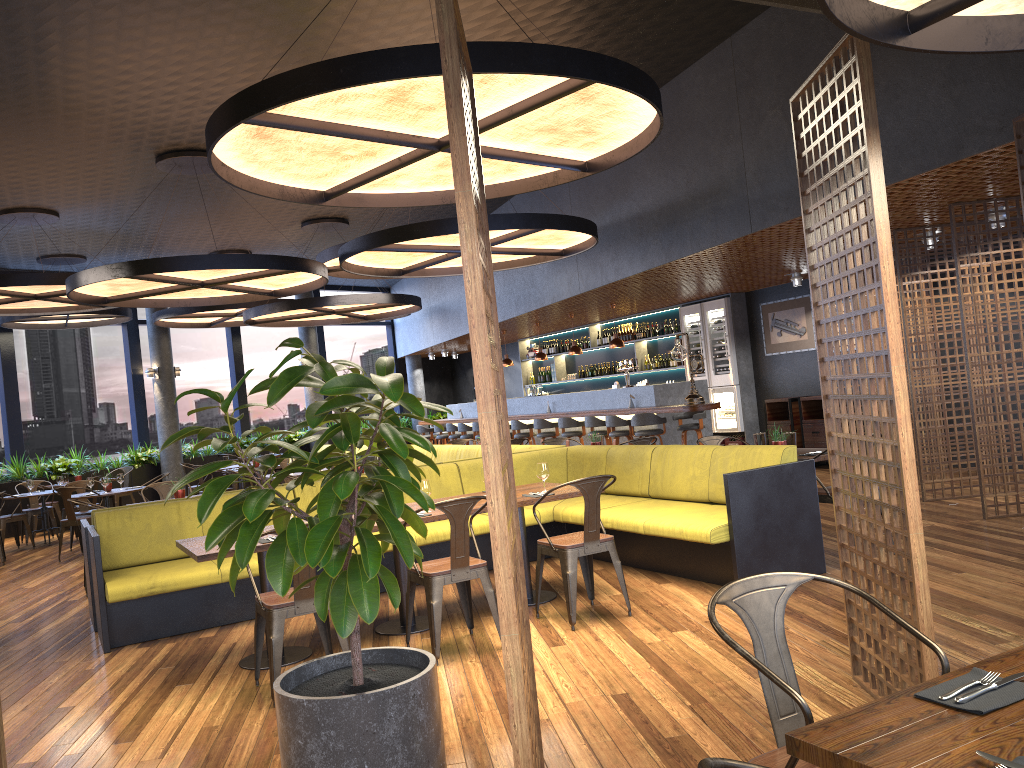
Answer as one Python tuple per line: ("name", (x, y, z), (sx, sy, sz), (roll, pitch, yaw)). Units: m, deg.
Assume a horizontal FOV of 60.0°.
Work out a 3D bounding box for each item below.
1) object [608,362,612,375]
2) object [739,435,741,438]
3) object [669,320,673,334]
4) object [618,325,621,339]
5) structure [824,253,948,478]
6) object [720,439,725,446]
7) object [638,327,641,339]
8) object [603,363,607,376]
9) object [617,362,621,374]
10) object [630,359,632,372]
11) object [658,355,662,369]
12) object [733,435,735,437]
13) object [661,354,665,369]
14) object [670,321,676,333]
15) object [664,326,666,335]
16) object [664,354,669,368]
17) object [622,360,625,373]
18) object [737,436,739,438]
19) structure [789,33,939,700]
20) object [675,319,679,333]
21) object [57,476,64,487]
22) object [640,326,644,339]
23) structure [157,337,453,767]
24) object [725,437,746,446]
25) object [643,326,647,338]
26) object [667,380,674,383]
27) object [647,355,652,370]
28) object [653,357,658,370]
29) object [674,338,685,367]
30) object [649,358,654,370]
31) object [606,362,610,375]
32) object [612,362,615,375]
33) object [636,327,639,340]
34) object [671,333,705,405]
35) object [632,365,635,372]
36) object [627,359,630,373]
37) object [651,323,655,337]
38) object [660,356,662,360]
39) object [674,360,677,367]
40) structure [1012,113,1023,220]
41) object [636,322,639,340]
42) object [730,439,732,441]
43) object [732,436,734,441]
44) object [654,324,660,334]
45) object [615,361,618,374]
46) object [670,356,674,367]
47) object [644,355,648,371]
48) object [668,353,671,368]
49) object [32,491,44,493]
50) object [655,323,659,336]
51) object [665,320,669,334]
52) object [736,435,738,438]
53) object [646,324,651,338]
("object", (1.902, -0.299, 17.294), (0.063, 0.254, 0.063), (-5, -1, -41))
("object", (3.662, 0.922, 14.215), (0.056, 0.205, 0.056), (-6, -1, 13))
("object", (2.768, -0.994, 15.479), (0.063, 0.254, 0.063), (-6, -1, 25))
("object", (2.027, -0.941, 16.709), (0.084, 0.330, 0.084), (-6, -1, -21))
("structure", (4.657, -0.227, 11.154), (1.319, 2.700, 0.050), (-6, -1, 2))
("object", (3.350, 0.980, 14.652), (0.277, 0.206, 0.416), (-6, -1, -14))
("object", (2.331, -0.926, 16.140), (0.056, 0.227, 0.056), (-7, -1, 39))
("object", (1.805, -0.289, 17.243), (0.063, 0.254, 0.063), (-6, -1, 34))
("object", (2.039, -0.304, 16.875), (0.088, 0.224, 0.088), (-6, -1, 31))
("object", (2.257, -0.343, 16.717), (0.063, 0.254, 0.063), (-6, -1, -1))
("object", (2.607, -0.393, 15.679), (0.063, 0.254, 0.063), (-6, -1, -25))
("object", (3.599, 0.930, 14.328), (0.056, 0.205, 0.056), (-6, -1, -22))
("object", (2.675, -0.399, 15.722), (0.063, 0.254, 0.063), (-6, -1, 0))
("object", (2.783, -0.974, 15.329), (0.097, 0.206, 0.097), (-6, -1, 30))
("object", (2.695, -0.986, 15.530), (0.063, 0.254, 0.063), (-6, -1, 14))
("object", (2.711, -0.405, 15.598), (0.063, 0.254, 0.063), (-6, -1, 25))
("object", (2.091, -0.327, 16.646), (0.063, 0.254, 0.063), (-5, -1, -35))
("object", (3.589, 0.927, 14.032), (0.056, 0.205, 0.056), (-6, -1, 18))
("structure", (1.442, 0.010, 3.687), (0.050, 2.700, 0.852), (-6, -1, 2))
("object", (2.863, -1.005, 15.437), (0.063, 0.254, 0.063), (-6, -1, -20))
("object", (-6.674, 1.466, 13.109), (0.097, 0.206, 0.097), (-6, -1, -24))
("object", (2.360, -0.930, 16.085), (0.056, 0.227, 0.056), (-5, -1, -41))
("structure", (-0.617, 0.692, 3.284), (0.993, 1.763, 1.166), (-6, -1, 32))
("object", (3.642, 0.943, 14.165), (0.277, 0.206, 0.416), (-6, -1, -25))
("object", (2.413, -0.935, 16.115), (0.056, 0.227, 0.056), (-6, -1, -26))
("object", (2.869, 0.175, 15.522), (0.204, 0.492, 0.310), (-6, -1, -28))
("object", (2.490, -0.389, 16.099), (0.079, 0.281, 0.079), (-7, -1, 41))
("object", (2.558, -0.371, 15.808), (0.088, 0.224, 0.088), (-6, -1, 31))
("object", (2.954, -0.549, 15.144), (0.161, 0.475, 0.300), (-6, -1, -29))
("object", (2.514, -0.356, 15.945), (0.097, 0.206, 0.097), (-6, -1, 30))
("object", (1.851, -0.295, 17.154), (0.063, 0.254, 0.063), (-6, -1, 9))
("object", (1.961, -0.307, 17.183), (0.063, 0.254, 0.063), (-6, -1, 34))
("object", (2.302, -0.923, 16.193), (0.056, 0.227, 0.056), (-6, -1, 24))
("object", (2.311, -0.203, 11.558), (0.263, 0.944, 0.566), (-5, -1, -36))
("object", (2.263, -0.346, 16.601), (0.063, 0.254, 0.063), (-6, -1, 34))
("object", (2.165, -0.336, 16.559), (0.063, 0.254, 0.063), (-6, -1, -21))
("object", (2.508, -0.963, 15.797), (0.063, 0.254, 0.063), (-6, -1, 34))
("object", (2.661, -0.381, 15.847), (0.088, 0.224, 0.088), (-5, -1, -34))
("object", (2.847, -0.436, 15.428), (0.079, 0.281, 0.079), (-5, -1, -34))
("structure", (2.934, -0.135, 4.490), (0.050, 2.700, 0.852), (-6, -1, 2))
("object", (2.328, -0.976, 16.404), (0.084, 0.330, 0.084), (-6, -1, -21))
("object", (3.511, 0.937, 14.213), (0.056, 0.205, 0.056), (-5, -1, -37))
("object", (3.533, 0.934, 14.149), (0.056, 0.205, 0.056), (-6, -1, 28))
("object", (2.573, -0.948, 15.691), (0.097, 0.206, 0.097), (-6, -1, 30))
("object", (2.023, -0.314, 17.082), (0.063, 0.254, 0.063), (-6, -1, 20))
("object", (2.803, -0.430, 15.511), (0.079, 0.281, 0.079), (-6, -1, 36))
("object", (2.446, -0.384, 16.181), (0.079, 0.281, 0.079), (-6, -1, -24))
("object", (2.780, -0.411, 15.645), (0.063, 0.254, 0.063), (-6, -1, -20))
("object", (-7.074, 1.604, 13.237), (0.157, 0.019, 0.255), (-5, -1, -42))
("object", (2.590, -0.971, 15.843), (0.063, 0.254, 0.063), (-5, -1, -41))
("object", (2.687, -0.987, 15.418), (0.063, 0.254, 0.063), (-6, -1, 0))
("object", (3.629, 0.926, 14.269), (0.056, 0.205, 0.056), (-5, -1, -42))
("object", (2.444, -0.955, 15.901), (0.063, 0.254, 0.063), (-6, -1, -31))
